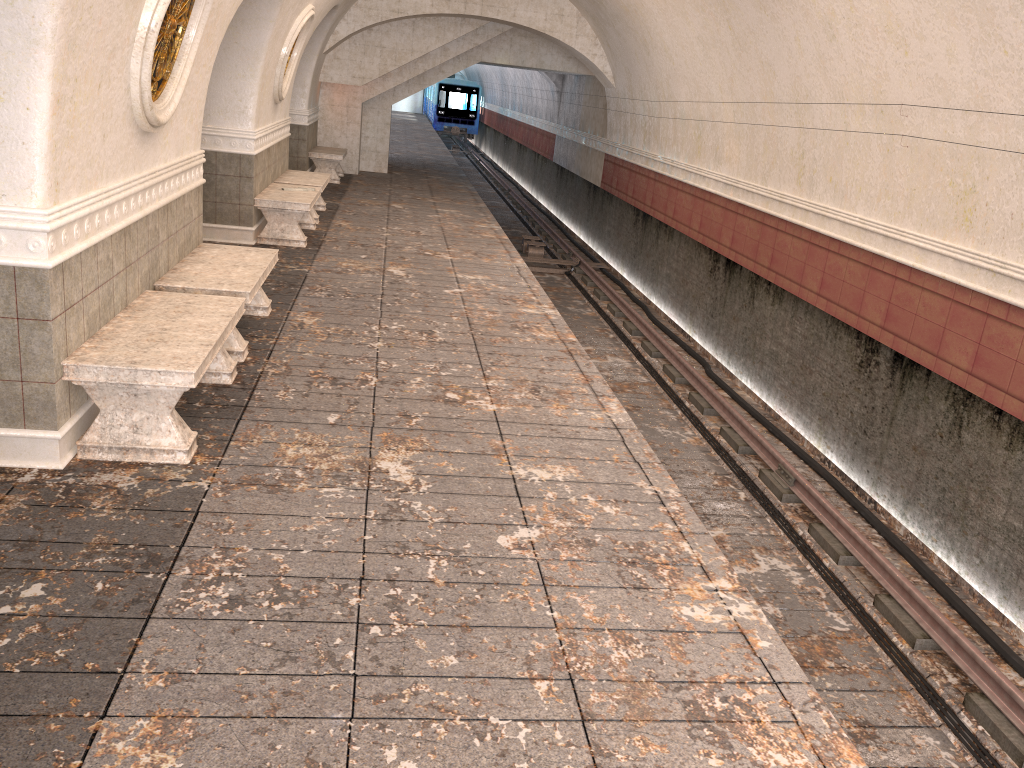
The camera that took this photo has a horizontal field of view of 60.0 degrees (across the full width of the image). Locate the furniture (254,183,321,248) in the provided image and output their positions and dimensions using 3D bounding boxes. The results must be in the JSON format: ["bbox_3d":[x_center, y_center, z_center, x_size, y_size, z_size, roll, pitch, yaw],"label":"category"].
[{"bbox_3d":[-2.659,-2.031,10.588,0.613,0.508,1.509,4,19,-9],"label":"furniture"}]

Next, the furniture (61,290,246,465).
[{"bbox_3d":[-1.940,-0.087,4.997,0.613,0.508,1.509,4,19,-9],"label":"furniture"}]

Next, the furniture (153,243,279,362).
[{"bbox_3d":[-2.143,-0.636,6.574,0.613,0.508,1.509,4,19,-9],"label":"furniture"}]

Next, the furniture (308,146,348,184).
[{"bbox_3d":[-3.419,-4.085,16.497,0.613,0.508,1.509,4,19,-9],"label":"furniture"}]

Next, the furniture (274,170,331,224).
[{"bbox_3d":[-2.862,-2.579,12.164,0.613,0.508,1.509,4,19,-9],"label":"furniture"}]
